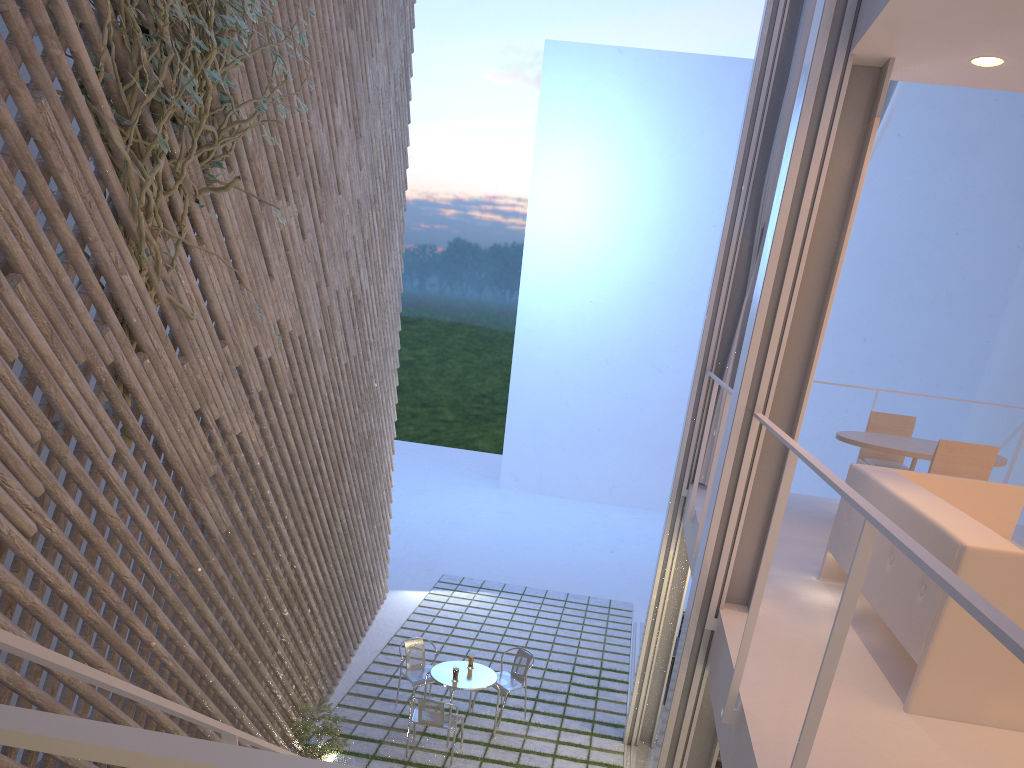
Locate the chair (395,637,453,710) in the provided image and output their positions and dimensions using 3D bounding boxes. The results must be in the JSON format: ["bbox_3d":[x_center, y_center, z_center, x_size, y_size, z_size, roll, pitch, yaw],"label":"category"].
[{"bbox_3d":[-0.488,1.594,4.485,0.253,0.421,0.228,-10,24,-40],"label":"chair"}]

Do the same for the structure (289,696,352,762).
[{"bbox_3d":[-0.909,1.641,3.918,0.297,0.359,0.280,4,16,-8],"label":"structure"}]

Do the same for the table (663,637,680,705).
[{"bbox_3d":[1.117,1.766,4.999,0.357,0.369,0.316,8,15,7],"label":"table"}]

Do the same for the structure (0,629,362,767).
[{"bbox_3d":[-0.412,1.046,1.553,1.185,2.174,1.746,7,16,1],"label":"structure"}]

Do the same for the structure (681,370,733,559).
[{"bbox_3d":[0.703,0.290,2.950,0.028,0.611,1.545,9,8,9],"label":"structure"}]

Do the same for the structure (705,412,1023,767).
[{"bbox_3d":[0.426,0.417,1.296,0.028,0.611,1.547,9,8,9],"label":"structure"}]

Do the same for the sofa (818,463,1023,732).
[{"bbox_3d":[1.134,0.483,2.009,0.497,0.408,0.894,8,9,8],"label":"sofa"}]

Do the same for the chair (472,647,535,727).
[{"bbox_3d":[-0.031,1.647,4.520,0.242,0.421,0.238,-8,23,-36],"label":"chair"}]

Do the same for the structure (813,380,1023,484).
[{"bbox_3d":[1.674,0.892,4.683,1.359,1.984,1.288,8,17,7],"label":"structure"}]

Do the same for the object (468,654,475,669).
[{"bbox_3d":[-0.214,1.446,4.290,0.031,0.085,0.028,-9,26,-35],"label":"object"}]

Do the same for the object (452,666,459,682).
[{"bbox_3d":[-0.282,1.454,4.122,0.031,0.085,0.028,-9,26,-35],"label":"object"}]

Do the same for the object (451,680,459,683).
[{"bbox_3d":[1.144,1.458,3.920,2.885,0.484,0.054,8,22,5],"label":"object"}]

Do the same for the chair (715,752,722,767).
[{"bbox_3d":[0.897,1.830,3.547,0.191,0.485,0.211,9,20,7],"label":"chair"}]

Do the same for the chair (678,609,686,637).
[{"bbox_3d":[1.160,1.693,5.281,0.191,0.485,0.211,9,20,7],"label":"chair"}]

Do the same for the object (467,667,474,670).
[{"bbox_3d":[1.181,1.470,4.032,2.841,0.447,0.033,8,22,8],"label":"object"}]

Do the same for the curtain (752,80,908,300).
[{"bbox_3d":[1.296,-0.782,3.265,0.515,2.677,0.085,7,22,2],"label":"curtain"}]

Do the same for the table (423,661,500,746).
[{"bbox_3d":[-0.264,1.662,4.299,0.345,0.371,0.314,-2,18,-30],"label":"table"}]

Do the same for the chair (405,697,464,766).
[{"bbox_3d":[-0.377,1.653,4.015,0.261,0.421,0.220,8,19,6],"label":"chair"}]

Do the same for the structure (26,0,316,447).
[{"bbox_3d":[-0.822,-1.302,2.059,0.744,3.015,2.091,6,17,0],"label":"structure"}]
